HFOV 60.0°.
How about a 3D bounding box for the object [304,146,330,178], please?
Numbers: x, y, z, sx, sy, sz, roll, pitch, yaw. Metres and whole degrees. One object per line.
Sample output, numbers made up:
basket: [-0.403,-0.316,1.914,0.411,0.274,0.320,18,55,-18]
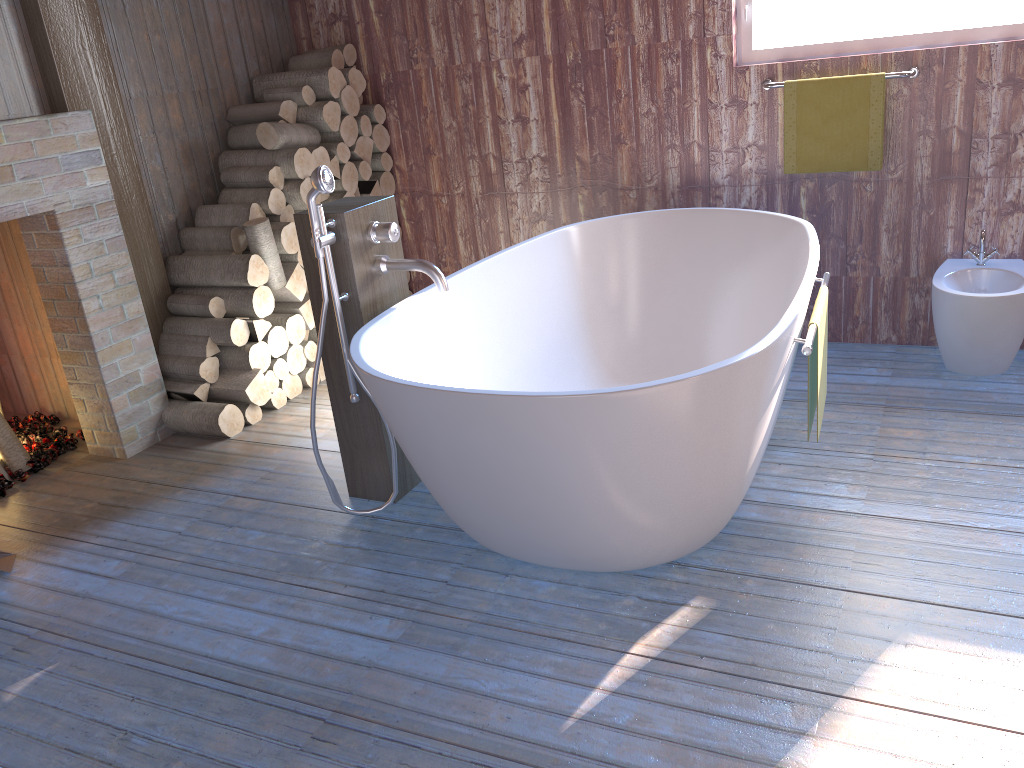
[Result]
object: [-1.058,-1.019,4.095,0.440,0.147,0.138,4,23,27]

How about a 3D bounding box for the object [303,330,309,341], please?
object: [-1.071,-0.234,4.115,0.280,0.093,0.099,4,24,27]

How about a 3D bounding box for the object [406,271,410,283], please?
object: [-0.771,-0.583,4.745,0.439,0.152,0.147,4,23,27]

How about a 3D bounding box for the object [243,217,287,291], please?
object: [-1.050,-0.553,3.779,0.109,0.298,0.147,5,24,29]

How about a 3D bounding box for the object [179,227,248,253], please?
object: [-1.304,-0.636,3.888,0.302,0.113,0.108,4,23,27]

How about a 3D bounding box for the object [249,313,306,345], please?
object: [-1.150,-0.250,4.004,0.437,0.133,0.137,3,23,25]

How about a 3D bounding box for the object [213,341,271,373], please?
object: [-1.252,-0.121,3.807,0.437,0.133,0.137,3,23,25]

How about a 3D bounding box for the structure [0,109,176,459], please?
structure: [-1.810,-0.196,3.073,0.226,1.330,1.130,4,23,26]

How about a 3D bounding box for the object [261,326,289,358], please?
object: [-1.203,-0.195,3.903,0.437,0.133,0.137,3,23,25]

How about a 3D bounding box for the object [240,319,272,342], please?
object: [-1.235,-0.245,3.815,0.421,0.104,0.106,3,23,25]

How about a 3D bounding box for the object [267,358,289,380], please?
object: [-1.195,-0.074,3.919,0.437,0.100,0.098,3,23,25]

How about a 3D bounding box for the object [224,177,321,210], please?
object: [-1.094,-0.858,4.031,0.437,0.143,0.141,3,23,25]

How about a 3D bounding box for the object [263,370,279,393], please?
object: [-1.224,-0.021,3.866,0.437,0.100,0.098,3,23,25]

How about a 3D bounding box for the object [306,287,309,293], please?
object: [-1.063,-0.459,4.176,0.303,0.120,0.114,4,24,27]

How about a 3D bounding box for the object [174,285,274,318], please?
object: [-1.239,-0.358,3.808,0.437,0.133,0.137,3,23,25]

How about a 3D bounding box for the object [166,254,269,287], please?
object: [-1.261,-0.482,3.771,0.455,0.137,0.139,3,23,25]

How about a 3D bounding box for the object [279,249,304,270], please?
object: [-1.116,-0.583,4.066,0.458,0.148,0.139,4,23,27]

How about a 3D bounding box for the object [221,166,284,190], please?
object: [-1.149,-0.910,3.934,0.282,0.112,0.106,4,24,27]

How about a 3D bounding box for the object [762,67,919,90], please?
object: [1.254,-1.177,3.429,0.581,0.043,0.091,4,23,27]

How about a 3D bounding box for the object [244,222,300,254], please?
object: [-1.152,-0.651,3.948,0.440,0.147,0.138,4,23,27]

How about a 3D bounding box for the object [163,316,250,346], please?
object: [-1.286,-0.225,3.726,0.370,0.120,0.117,3,23,25]

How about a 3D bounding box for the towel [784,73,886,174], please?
towel: [1.253,-1.009,3.462,0.370,0.361,0.032,4,23,26]

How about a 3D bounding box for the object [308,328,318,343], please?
object: [-1.009,-0.269,4.301,0.437,0.133,0.137,3,23,25]

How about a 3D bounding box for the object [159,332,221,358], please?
object: [-1.366,-0.170,3.716,0.280,0.091,0.085,4,23,25]

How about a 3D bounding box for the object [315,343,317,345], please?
object: [-1.004,-0.149,4.329,0.437,0.133,0.137,3,23,25]

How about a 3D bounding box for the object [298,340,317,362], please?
object: [-1.104,-0.159,4.099,0.437,0.100,0.098,3,23,25]

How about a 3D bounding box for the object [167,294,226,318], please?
object: [-1.330,-0.329,3.747,0.242,0.103,0.101,4,24,27]

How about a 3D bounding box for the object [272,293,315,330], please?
object: [-1.125,-0.333,4.102,0.483,0.150,0.151,3,23,24]

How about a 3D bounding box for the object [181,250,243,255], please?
object: [-1.311,-0.545,3.882,0.280,0.093,0.099,4,24,27]

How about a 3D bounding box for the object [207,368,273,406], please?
object: [-1.264,0.004,3.762,0.483,0.159,0.150,3,23,25]

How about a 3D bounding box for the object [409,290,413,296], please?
object: [-0.745,-0.474,4.806,0.438,0.109,0.102,4,23,27]

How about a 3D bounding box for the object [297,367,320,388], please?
object: [-1.104,-0.038,4.120,0.437,0.100,0.098,3,23,25]

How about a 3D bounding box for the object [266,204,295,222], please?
object: [-1.129,-0.745,4.002,0.301,0.113,0.111,4,23,25]

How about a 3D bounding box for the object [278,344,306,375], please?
object: [-1.152,-0.122,4.019,0.437,0.133,0.137,3,23,25]

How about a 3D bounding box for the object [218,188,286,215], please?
object: [-1.149,-0.806,3.915,0.291,0.123,0.115,4,24,27]

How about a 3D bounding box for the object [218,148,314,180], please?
object: [-1.109,-0.990,3.995,0.439,0.145,0.135,4,23,27]

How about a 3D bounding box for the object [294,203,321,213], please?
object: [-1.043,-0.834,4.134,0.291,0.123,0.115,4,24,27]

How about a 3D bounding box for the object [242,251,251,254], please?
object: [-1.251,-0.542,3.971,0.291,0.124,0.121,4,24,27]

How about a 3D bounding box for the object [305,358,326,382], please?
object: [-1.081,-0.096,4.228,0.482,0.129,0.143,3,23,25]

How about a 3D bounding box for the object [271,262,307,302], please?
object: [-1.165,-0.452,4.003,0.483,0.174,0.155,3,23,25]

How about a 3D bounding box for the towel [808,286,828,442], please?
towel: [0.906,-0.066,2.622,0.032,0.361,0.370,2,23,23]

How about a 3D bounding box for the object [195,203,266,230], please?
object: [-1.232,-0.728,3.867,0.301,0.113,0.114,3,23,24]

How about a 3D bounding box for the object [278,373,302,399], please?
object: [-1.158,-0.002,4.010,0.410,0.134,0.132,3,23,25]
